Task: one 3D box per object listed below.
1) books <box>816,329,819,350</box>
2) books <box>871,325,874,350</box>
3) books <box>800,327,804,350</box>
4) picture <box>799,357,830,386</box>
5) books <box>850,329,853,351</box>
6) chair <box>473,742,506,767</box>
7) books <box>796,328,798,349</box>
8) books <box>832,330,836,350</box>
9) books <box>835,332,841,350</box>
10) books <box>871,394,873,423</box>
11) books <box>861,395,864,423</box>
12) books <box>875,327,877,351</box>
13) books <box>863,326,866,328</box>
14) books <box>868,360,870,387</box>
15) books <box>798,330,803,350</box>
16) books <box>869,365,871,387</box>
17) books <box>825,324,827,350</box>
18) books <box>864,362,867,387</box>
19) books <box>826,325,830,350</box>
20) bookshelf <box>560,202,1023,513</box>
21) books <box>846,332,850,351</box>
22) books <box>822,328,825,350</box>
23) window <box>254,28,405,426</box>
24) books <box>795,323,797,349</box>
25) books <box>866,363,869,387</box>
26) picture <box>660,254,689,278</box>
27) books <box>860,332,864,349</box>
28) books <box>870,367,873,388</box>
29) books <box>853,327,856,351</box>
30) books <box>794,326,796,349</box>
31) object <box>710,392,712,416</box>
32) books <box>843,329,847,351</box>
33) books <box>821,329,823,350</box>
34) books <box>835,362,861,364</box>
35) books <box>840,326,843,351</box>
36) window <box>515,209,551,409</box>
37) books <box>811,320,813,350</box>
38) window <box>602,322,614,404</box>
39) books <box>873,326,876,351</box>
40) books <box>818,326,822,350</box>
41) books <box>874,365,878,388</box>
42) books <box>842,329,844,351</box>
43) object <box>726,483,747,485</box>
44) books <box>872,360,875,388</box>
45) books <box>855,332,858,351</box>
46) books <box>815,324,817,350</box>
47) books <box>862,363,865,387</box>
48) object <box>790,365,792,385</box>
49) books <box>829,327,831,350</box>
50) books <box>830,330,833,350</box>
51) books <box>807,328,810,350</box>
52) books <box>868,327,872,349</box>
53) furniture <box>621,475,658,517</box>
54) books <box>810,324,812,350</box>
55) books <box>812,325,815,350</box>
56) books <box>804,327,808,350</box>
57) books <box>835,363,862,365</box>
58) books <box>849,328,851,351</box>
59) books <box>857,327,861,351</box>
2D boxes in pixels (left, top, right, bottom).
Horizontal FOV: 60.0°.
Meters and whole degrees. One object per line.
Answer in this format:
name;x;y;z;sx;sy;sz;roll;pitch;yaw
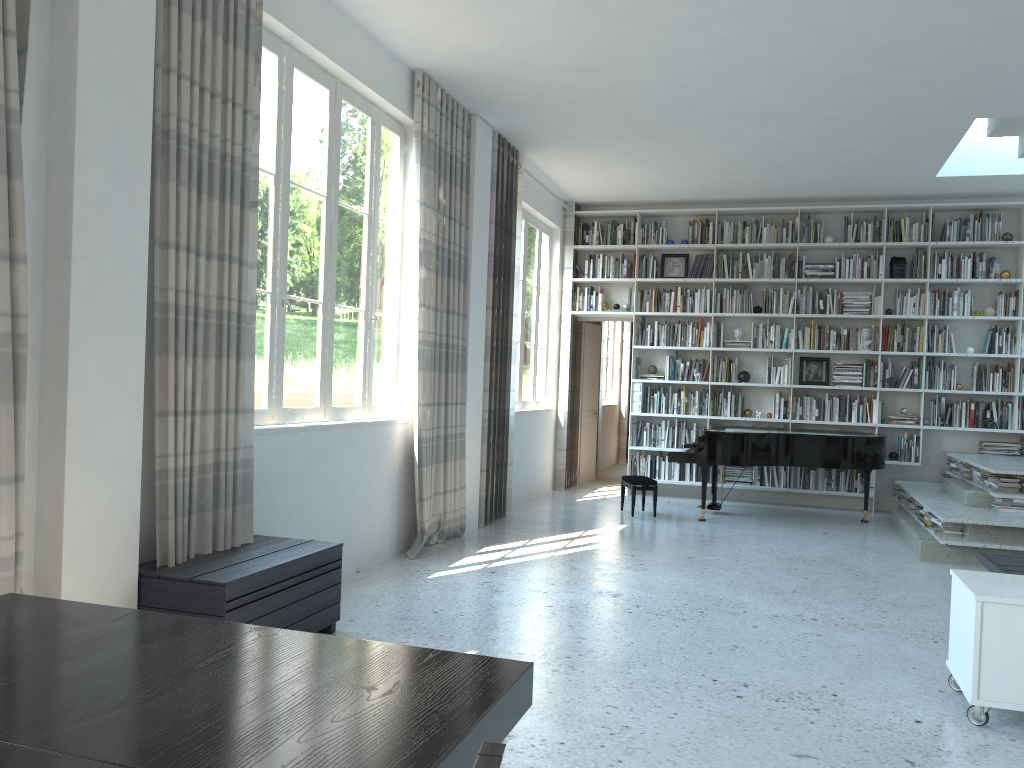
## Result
books;3.218;-0.463;9.358;0.024;0.228;0.147;2;1;17
books;3.735;-0.468;9.200;0.025;0.279;0.108;2;1;17
books;3.074;-0.475;9.393;0.042;0.242;0.162;2;1;17
picture;3.207;-0.135;9.407;0.300;0.300;0.077;2;1;17
books;3.543;-0.451;9.261;0.025;0.230;0.143;2;1;17
chair;-0.331;0.787;0.821;0.570;0.782;0.480;2;1;7
books;3.029;-0.473;9.421;0.011;0.235;0.142;2;1;17
books;3.374;-0.450;9.296;0.030;0.215;0.168;2;1;17
books;3.416;-0.440;9.296;0.050;0.199;0.145;2;1;17
books;3.730;0.255;9.199;0.011;0.300;0.149;2;1;17
books;3.647;0.260;9.234;0.010;0.284;0.132;2;1;17
books;3.766;-0.458;9.187;0.014;0.261;0.137;2;1;17
books;3.661;-0.463;9.222;0.014;0.263;0.135;2;1;17
books;3.700;-0.107;9.205;0.011;0.288;0.152;2;1;17
books;3.052;-0.459;9.387;0.053;0.208;0.156;2;1;17
books;3.712;-0.078;9.209;0.013;0.232;0.134;2;1;17
books;3.295;-0.487;9.320;0.013;0.284;0.176;2;1;17
books;3.663;-0.094;9.206;0.011;0.261;0.184;2;1;17
books;3.310;-0.479;9.300;0.028;0.268;0.190;2;1;17
bookshelf;3.567;-0.244;9.178;6.296;3.143;0.330;2;1;17
books;3.497;-0.438;9.248;0.029;0.200;0.178;2;1;17
books;3.278;-0.464;9.333;0.025;0.236;0.137;2;1;17
window;-13.048;-8.590;18.593;32.798;18.543;18.531;2;0;21
books;3.021;-0.497;9.424;0.010;0.282;0.140;2;1;17
books;3.688;-0.091;9.210;0.013;0.256;0.162;2;1;17
picture;1.803;-1.295;9.835;0.300;0.300;0.077;2;1;17
books;3.634;-0.433;9.221;0.035;0.201;0.149;2;1;17
books;3.727;-0.070;9.202;0.021;0.217;0.132;2;1;17
books;3.561;-0.465;9.235;0.025;0.258;0.150;2;1;17
books;3.007;-0.483;9.419;0.012;0.254;0.161;2;1;17
object;2.178;0.219;9.675;0.012;0.254;0.161;2;1;17
books;3.469;-0.451;9.254;0.029;0.224;0.185;2;1;17
books;3.257;-0.461;9.331;0.012;0.228;0.169;2;1;17
books;3.509;-0.217;9.257;0.254;0.012;0.161;2;0;21
books;3.445;-0.469;9.277;0.014;0.258;0.161;2;1;17
window;0.120;-0.733;8.926;0.073;2.009;1.983;2;1;17
books;3.157;-0.510;9.338;0.014;0.317;0.188;2;1;17
window;1.284;-0.696;12.719;0.073;2.009;1.983;2;1;17
books;3.749;-0.461;9.179;0.014;0.266;0.154;2;1;17
books;3.245;-0.477;9.356;0.028;0.259;0.134;2;1;17
books;3.756;-0.075;9.164;0.034;0.229;0.199;2;1;17
books;3.455;-0.456;9.270;0.010;0.234;0.175;2;1;17
object;2.452;1.077;9.587;0.254;0.007;0.161;2;0;20
books;3.738;-0.101;9.181;0.011;0.279;0.186;2;1;17
books;3.587;-0.438;9.245;0.022;0.206;0.114;2;1;17
books;3.196;-0.490;9.341;0.010;0.281;0.170;2;1;17
books;3.653;-0.091;9.212;0.012;0.254;0.161;2;1;17
object;2.975;-0.098;9.447;0.017;0.216;0.103;2;1;17
books;3.336;-0.470;9.321;0.011;0.251;0.130;2;1;17
books;3.348;-0.452;9.303;0.024;0.216;0.175;2;1;17
books;3.134;-0.472;9.378;0.029;0.240;0.155;2;1;17
books;3.708;-0.460;9.198;0.025;0.260;0.130;2;1;17
furniture;1.182;1.038;8.277;0.240;0.353;0.467;2;0;-8
books;3.158;-0.493;9.383;0.010;0.284;0.136;2;1;17
books;3.169;-0.484;9.334;0.015;0.266;0.189;2;1;17
books;3.110;-0.477;9.391;0.026;0.248;0.139;2;1;17
books;3.509;-0.205;9.259;0.254;0.012;0.161;2;0;14
books;3.515;-0.460;9.231;0.012;0.245;0.186;2;1;17
books;3.608;-0.463;9.232;0.024;0.259;0.126;2;1;17
